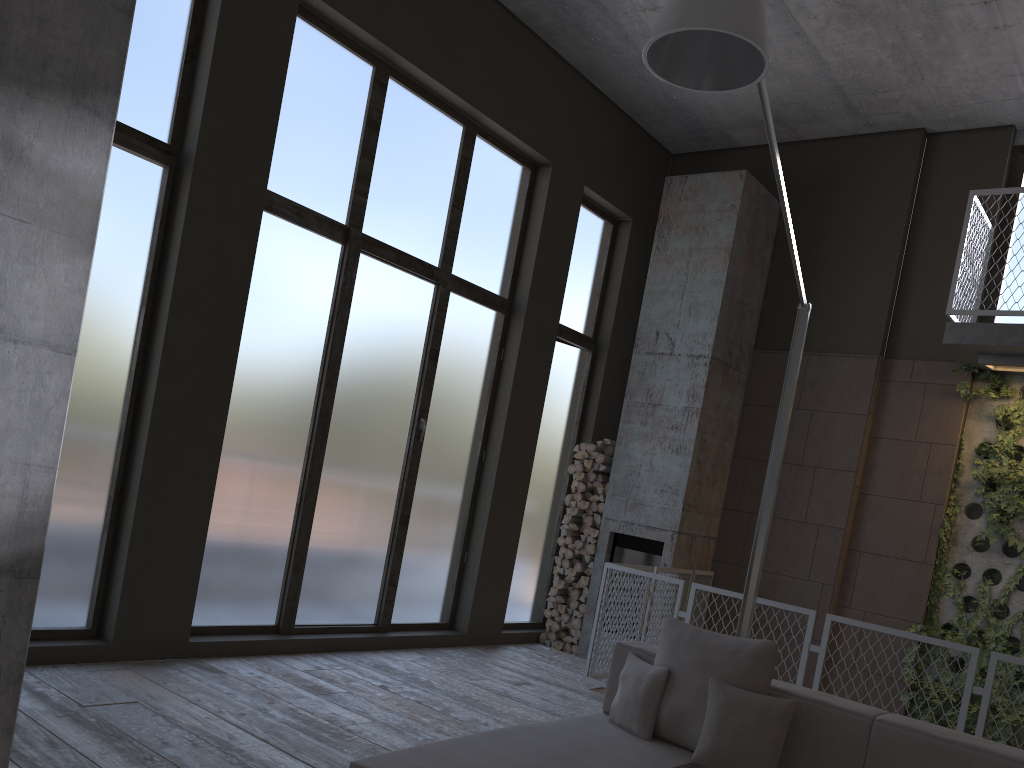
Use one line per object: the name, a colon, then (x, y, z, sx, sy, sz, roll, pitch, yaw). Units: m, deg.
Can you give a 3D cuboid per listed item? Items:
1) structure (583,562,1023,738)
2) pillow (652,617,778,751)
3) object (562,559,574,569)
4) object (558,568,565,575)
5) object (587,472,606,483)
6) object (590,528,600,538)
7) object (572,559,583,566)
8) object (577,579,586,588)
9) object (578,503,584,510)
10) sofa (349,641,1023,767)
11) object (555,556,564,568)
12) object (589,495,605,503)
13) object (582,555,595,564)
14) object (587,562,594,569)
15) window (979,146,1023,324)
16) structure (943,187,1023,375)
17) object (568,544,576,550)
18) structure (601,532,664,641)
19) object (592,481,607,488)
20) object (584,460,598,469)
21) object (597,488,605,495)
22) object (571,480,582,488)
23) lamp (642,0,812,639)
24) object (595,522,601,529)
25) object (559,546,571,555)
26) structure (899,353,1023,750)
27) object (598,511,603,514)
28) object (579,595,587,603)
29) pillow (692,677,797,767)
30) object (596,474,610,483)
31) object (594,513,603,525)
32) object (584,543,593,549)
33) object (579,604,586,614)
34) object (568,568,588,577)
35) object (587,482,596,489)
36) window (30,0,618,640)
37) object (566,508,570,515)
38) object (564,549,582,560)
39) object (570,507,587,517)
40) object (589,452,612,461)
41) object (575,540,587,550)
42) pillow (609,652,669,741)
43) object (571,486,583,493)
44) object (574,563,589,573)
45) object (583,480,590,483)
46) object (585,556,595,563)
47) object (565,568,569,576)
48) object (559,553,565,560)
structure: (2.926, 2.189, 6.194, 4.379, 0.932, 1.958, 5, -7, 39)
pillow: (0.847, 1.348, 3.883, 0.557, 0.557, 0.224, 8, -1, 41)
object: (0.646, 1.774, 8.621, 0.091, 0.093, 0.444, 9, -6, 38)
object: (0.594, 1.846, 8.646, 0.066, 0.067, 0.430, 8, -6, 38)
object: (0.883, 0.928, 8.498, 0.090, 0.089, 0.463, 9, -6, 37)
object: (0.916, 1.453, 8.433, 0.092, 0.083, 0.487, 8, -6, 38)
object: (0.725, 1.769, 8.594, 0.100, 0.086, 0.369, 8, -6, 38)
object: (0.795, 1.933, 8.500, 0.089, 0.089, 0.463, 8, -6, 38)
object: (0.809, 1.202, 8.522, 0.113, 0.079, 0.442, 7, -7, 38)
sofa: (0.865, 1.504, 2.480, 2.965, 0.784, 3.061, 5, -8, 39)
object: (0.549, 1.765, 8.644, 0.087, 0.108, 0.371, 9, -5, 38)
object: (0.913, 1.139, 8.502, 0.113, 0.079, 0.442, 7, -7, 38)
object: (0.801, 1.723, 8.582, 0.102, 0.102, 0.297, 8, -6, 38)
object: (0.866, 1.741, 8.438, 0.066, 0.085, 0.432, 9, -6, 37)
window: (5.430, -0.983, 6.264, 3.527, 1.747, 0.111, 6, -1, 39)
structure: (4.244, 0.732, 5.211, 3.639, 4.313, 3.080, 9, -2, 39)
object: (0.672, 1.595, 8.564, 0.088, 0.056, 0.338, 7, -7, 38)
structure: (1.120, 1.867, 8.074, 0.568, 0.927, 0.057, 10, 1, 39)
object: (0.924, 0.988, 8.461, 0.120, 0.067, 0.369, 7, -7, 40)
object: (0.864, 0.808, 8.509, 0.092, 0.083, 0.487, 8, -6, 38)
object: (0.947, 1.058, 8.451, 0.066, 0.085, 0.432, 9, -6, 37)
object: (0.710, 1.008, 8.618, 0.099, 0.102, 0.297, 8, -6, 40)
lamp: (1.049, 0.396, 4.048, 0.747, 3.422, 2.661, 11, -1, 27)
object: (0.926, 1.374, 8.479, 0.100, 0.086, 0.369, 8, -6, 38)
object: (0.592, 1.656, 8.638, 0.099, 0.102, 0.297, 8, -6, 40)
structure: (4.370, 1.484, 6.472, 2.594, 3.820, 1.017, 10, 1, 39)
object: (0.951, 1.206, 8.405, 0.099, 0.102, 0.297, 8, -6, 40)
object: (0.790, 2.071, 8.470, 0.070, 0.072, 0.430, 9, -6, 38)
pillow: (0.964, 1.445, 3.644, 0.374, 0.372, 0.170, 10, 0, 12)
object: (0.956, 0.929, 8.478, 0.066, 0.071, 0.430, 9, -6, 38)
object: (0.909, 1.315, 8.410, 0.087, 0.108, 0.371, 9, -5, 38)
object: (0.838, 1.576, 8.499, 0.066, 0.071, 0.430, 9, -6, 38)
object: (0.800, 2.169, 8.463, 0.090, 0.092, 0.444, 9, -6, 38)
object: (0.715, 1.849, 8.547, 0.092, 0.083, 0.487, 8, -6, 38)
object: (0.846, 0.995, 8.528, 0.063, 0.074, 0.365, 9, -6, 37)
window: (-2.090, -0.520, 5.182, 0.206, 4.161, 9.357, 12, -3, 38)
object: (0.671, 1.270, 8.595, 0.066, 0.067, 0.430, 9, -6, 38)
object: (0.636, 1.663, 8.545, 0.097, 0.107, 0.299, 9, -5, 40)
object: (0.730, 1.264, 8.547, 0.092, 0.083, 0.487, 8, -6, 38)
object: (0.887, 0.718, 8.456, 0.103, 0.084, 0.369, 8, -7, 38)
object: (0.764, 1.575, 8.519, 0.090, 0.089, 0.463, 9, -6, 37)
pillow: (0.578, 1.447, 4.043, 0.152, 0.376, 0.367, 10, -2, -18)
object: (0.664, 1.040, 8.542, 0.045, 0.072, 0.255, 10, -5, 38)
object: (0.766, 1.785, 8.490, 0.089, 0.089, 0.463, 8, -6, 40)
object: (0.791, 0.947, 8.544, 0.088, 0.056, 0.338, 7, -7, 38)
object: (0.829, 1.706, 8.471, 0.066, 0.085, 0.432, 9, -6, 37)
object: (0.656, 1.854, 8.596, 0.066, 0.067, 0.430, 9, -6, 38)
object: (0.546, 1.688, 8.563, 0.045, 0.072, 0.255, 10, -5, 38)
